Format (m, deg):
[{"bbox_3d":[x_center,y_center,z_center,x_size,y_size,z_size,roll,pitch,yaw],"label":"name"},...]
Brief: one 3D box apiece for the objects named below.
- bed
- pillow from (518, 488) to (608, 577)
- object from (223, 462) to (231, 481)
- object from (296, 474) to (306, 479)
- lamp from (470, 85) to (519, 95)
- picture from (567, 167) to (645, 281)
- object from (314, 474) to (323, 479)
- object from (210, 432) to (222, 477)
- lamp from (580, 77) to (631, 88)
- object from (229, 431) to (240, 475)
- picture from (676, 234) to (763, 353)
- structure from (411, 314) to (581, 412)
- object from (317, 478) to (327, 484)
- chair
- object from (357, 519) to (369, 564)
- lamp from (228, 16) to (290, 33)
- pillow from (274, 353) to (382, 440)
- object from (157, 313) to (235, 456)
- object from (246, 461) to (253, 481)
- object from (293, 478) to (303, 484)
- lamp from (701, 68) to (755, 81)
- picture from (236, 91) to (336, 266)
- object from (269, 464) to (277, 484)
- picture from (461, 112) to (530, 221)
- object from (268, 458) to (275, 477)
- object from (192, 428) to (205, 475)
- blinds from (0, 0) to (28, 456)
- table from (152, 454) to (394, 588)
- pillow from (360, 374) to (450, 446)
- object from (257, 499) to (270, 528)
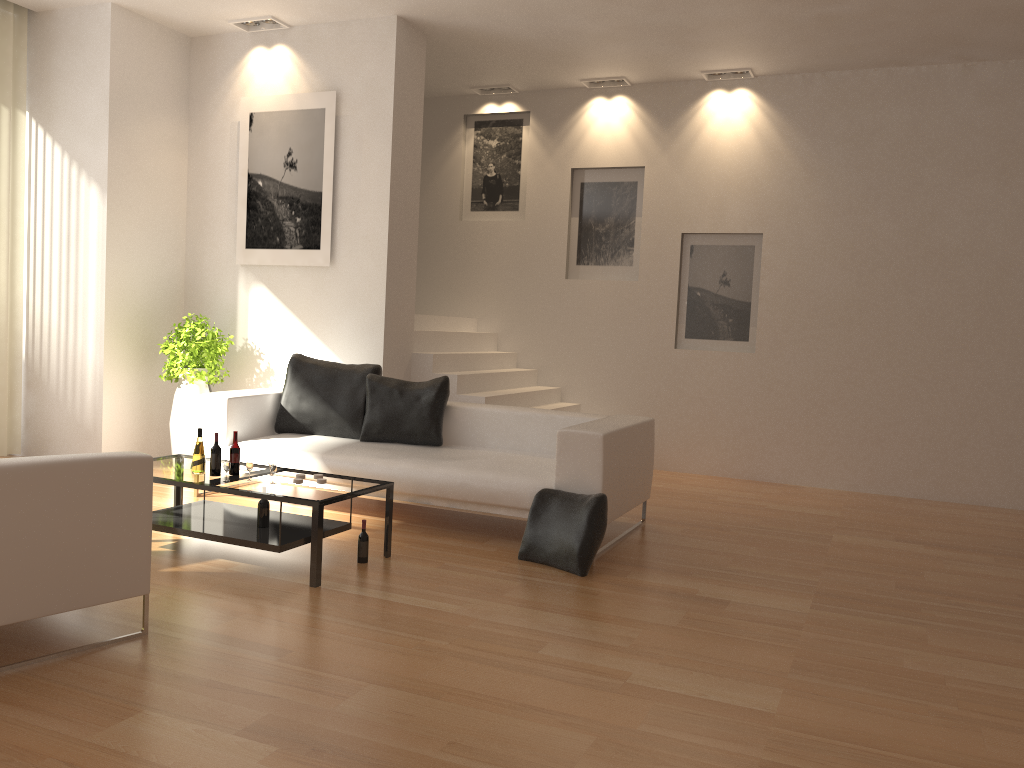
[{"bbox_3d":[-0.661,0.520,6.267,3.075,0.761,1.262,4,4,23],"label":"bed"},{"bbox_3d":[0.312,0.831,5.048,0.503,0.457,0.340,6,5,42],"label":"pillow"},{"bbox_3d":[-1.531,0.470,4.760,0.039,0.101,0.039,1,4,-25],"label":"object"},{"bbox_3d":[-1.169,0.511,4.906,0.052,0.021,0.052,3,4,1],"label":"object"},{"bbox_3d":[-0.174,-3.093,9.102,0.446,0.166,0.243,4,4,23],"label":"lamp"},{"bbox_3d":[0.942,-1.601,8.897,0.802,1.155,0.005,4,4,23],"label":"picture"},{"bbox_3d":[-1.076,0.515,4.928,0.052,0.021,0.052,3,4,1],"label":"object"},{"bbox_3d":[-1.636,0.389,4.901,0.059,0.244,0.059,4,4,23],"label":"object"},{"bbox_3d":[0.918,-3.009,8.634,0.446,0.166,0.243,4,4,23],"label":"lamp"},{"bbox_3d":[-1.552,0.388,4.965,0.057,0.248,0.057,6,5,41],"label":"object"},{"bbox_3d":[1.979,-0.871,8.480,0.802,1.155,0.005,4,4,23],"label":"picture"},{"bbox_3d":[-1.238,0.002,8.833,4.625,1.403,1.839,4,4,23],"label":"structure"},{"bbox_3d":[-1.029,0.525,4.795,0.052,0.021,0.052,3,4,1],"label":"object"},{"bbox_3d":[-2.456,0.594,3.653,1.671,0.761,1.262,6,5,38],"label":"chair"},{"bbox_3d":[-0.814,0.864,4.853,0.059,0.244,0.059,3,4,0],"label":"object"},{"bbox_3d":[-2.113,-3.083,7.419,0.446,0.166,0.243,4,4,23],"label":"lamp"},{"bbox_3d":[-1.381,0.116,6.718,0.755,0.666,0.346,3,4,9],"label":"pillow"},{"bbox_3d":[-2.690,0.058,7.539,0.570,1.324,0.631,6,5,38],"label":"object"},{"bbox_3d":[-1.424,0.472,4.810,0.039,0.101,0.039,2,4,-19],"label":"object"},{"bbox_3d":[-1.148,0.522,4.760,0.052,0.021,0.052,-1,5,-44],"label":"object"},{"bbox_3d":[1.994,-2.926,8.173,0.446,0.166,0.243,4,4,23],"label":"lamp"},{"bbox_3d":[-1.925,-1.724,7.503,0.979,1.431,0.004,4,4,23],"label":"picture"},{"bbox_3d":[-1.281,0.483,4.755,0.039,0.101,0.039,2,4,-19],"label":"object"},{"bbox_3d":[-0.171,-2.284,9.349,0.802,1.155,0.005,4,4,23],"label":"picture"},{"bbox_3d":[-1.350,0.466,4.973,0.039,0.101,0.039,2,4,-19],"label":"object"},{"bbox_3d":[-1.742,0.374,4.939,0.068,0.257,0.067,6,5,41],"label":"object"},{"bbox_3d":[-4.443,-1.293,6.879,0.143,3.861,1.409,4,4,20],"label":"blinds"},{"bbox_3d":[-1.530,0.738,4.973,1.566,0.460,0.709,4,4,23],"label":"table"},{"bbox_3d":[-0.778,0.186,6.484,0.628,0.524,0.270,3,4,7],"label":"pillow"},{"bbox_3d":[-1.359,0.680,4.854,0.065,0.217,0.065,3,4,5],"label":"object"}]
